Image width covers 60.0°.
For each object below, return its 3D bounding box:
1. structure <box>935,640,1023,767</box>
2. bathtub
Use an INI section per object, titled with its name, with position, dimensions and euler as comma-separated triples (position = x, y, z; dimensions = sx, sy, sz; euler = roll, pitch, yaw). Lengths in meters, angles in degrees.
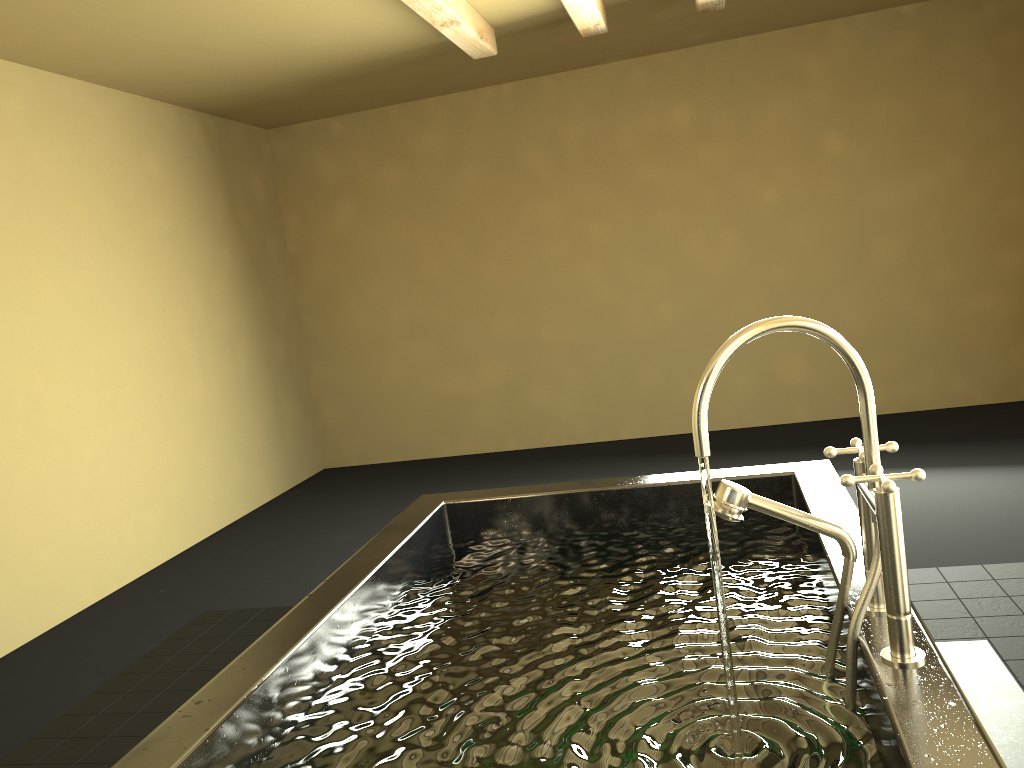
[structure]
position = 0.043, 1.328, 0.959
dimensions = 1.971, 0.635, 3.808
euler = -7, 7, 13
[bathtub]
position = 0.060, 0.526, 1.295
dimensions = 1.067, 1.160, 2.136
euler = -7, 7, 13
